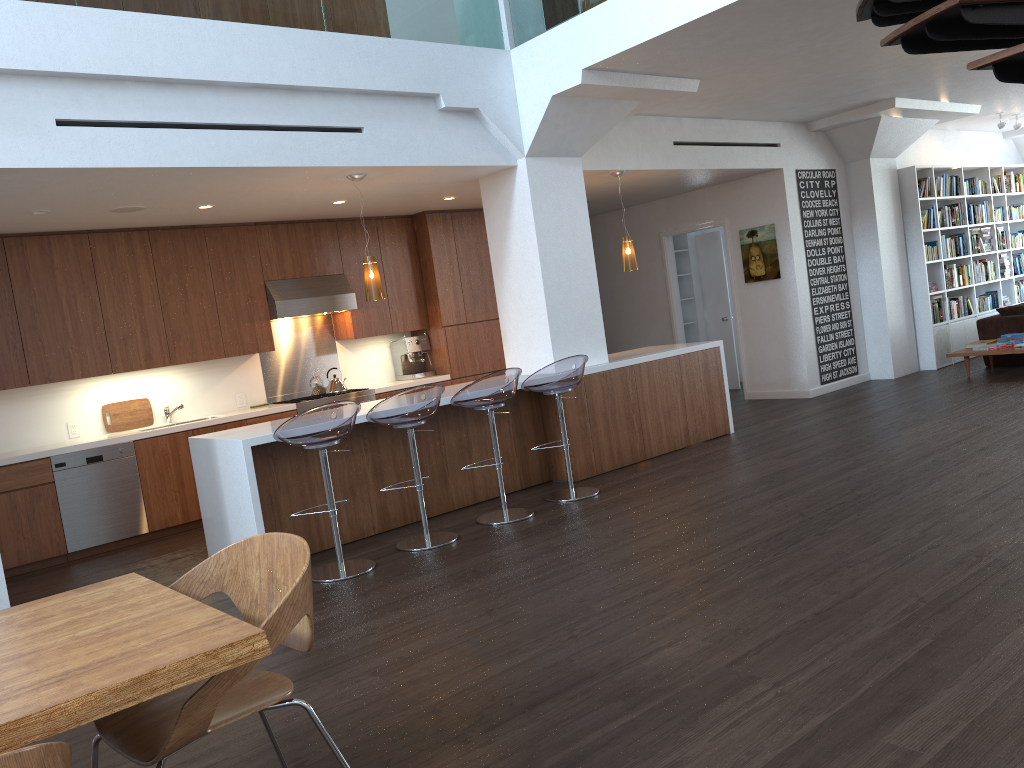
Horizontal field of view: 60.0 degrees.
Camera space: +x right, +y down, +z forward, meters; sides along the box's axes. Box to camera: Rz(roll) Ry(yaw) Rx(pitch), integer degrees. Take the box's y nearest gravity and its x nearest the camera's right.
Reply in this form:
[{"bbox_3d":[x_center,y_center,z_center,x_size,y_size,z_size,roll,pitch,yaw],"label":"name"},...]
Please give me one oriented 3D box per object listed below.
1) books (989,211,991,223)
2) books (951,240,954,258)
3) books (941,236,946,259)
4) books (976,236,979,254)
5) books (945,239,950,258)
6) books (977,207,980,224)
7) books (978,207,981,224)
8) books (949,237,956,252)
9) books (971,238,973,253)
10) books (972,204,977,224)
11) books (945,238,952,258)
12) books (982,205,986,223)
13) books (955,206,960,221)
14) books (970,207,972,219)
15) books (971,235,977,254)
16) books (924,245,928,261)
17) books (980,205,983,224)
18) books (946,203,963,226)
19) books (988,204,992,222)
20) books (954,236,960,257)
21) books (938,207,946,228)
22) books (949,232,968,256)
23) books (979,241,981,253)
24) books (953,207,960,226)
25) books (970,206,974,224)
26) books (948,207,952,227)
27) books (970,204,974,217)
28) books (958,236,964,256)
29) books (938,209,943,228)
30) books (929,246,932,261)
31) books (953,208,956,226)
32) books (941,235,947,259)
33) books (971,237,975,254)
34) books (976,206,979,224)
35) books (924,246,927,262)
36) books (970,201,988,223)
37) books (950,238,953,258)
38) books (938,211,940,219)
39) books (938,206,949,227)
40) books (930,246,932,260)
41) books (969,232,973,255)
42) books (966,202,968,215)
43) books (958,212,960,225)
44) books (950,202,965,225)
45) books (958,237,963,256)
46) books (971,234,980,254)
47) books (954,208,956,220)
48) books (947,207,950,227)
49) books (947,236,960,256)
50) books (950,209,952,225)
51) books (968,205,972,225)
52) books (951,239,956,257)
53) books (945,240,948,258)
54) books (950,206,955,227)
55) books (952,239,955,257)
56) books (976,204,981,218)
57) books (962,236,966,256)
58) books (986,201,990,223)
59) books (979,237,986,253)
[{"bbox_3d":[6.229,-2.229,11.721,0.026,0.223,0.161,-12,6,-39],"label":"books"},{"bbox_3d":[5.394,-1.671,11.014,0.027,0.223,0.161,-12,6,-39],"label":"books"},{"bbox_3d":[5.185,-1.660,10.861,0.065,0.283,0.197,-12,6,-39],"label":"books"},{"bbox_3d":[5.940,-1.785,11.461,0.032,0.223,0.161,-12,6,-39],"label":"books"},{"bbox_3d":[5.299,-1.660,10.941,0.045,0.239,0.174,-12,6,-39],"label":"books"},{"bbox_3d":[5.977,-2.177,11.513,0.026,0.223,0.161,-12,6,-39],"label":"books"},{"bbox_3d":[5.999,-2.181,11.528,0.027,0.223,0.161,-12,6,-39],"label":"books"},{"bbox_3d":[5.449,-1.700,11.092,0.034,0.253,0.182,-12,6,-39],"label":"books"},{"bbox_3d":[5.815,-1.774,11.378,0.031,0.251,0.160,-12,6,-39],"label":"books"},{"bbox_3d":[5.897,-2.176,11.447,0.034,0.253,0.182,-12,6,-39],"label":"books"},{"bbox_3d":[5.336,-1.672,10.976,0.057,0.245,0.170,-12,6,-39],"label":"books"},{"bbox_3d":[6.087,-2.208,11.604,0.045,0.239,0.174,-12,6,-39],"label":"books"},{"bbox_3d":[5.555,-2.104,11.186,0.031,0.251,0.160,-12,6,-39],"label":"books"},{"bbox_3d":[5.787,-2.153,11.363,0.034,0.253,0.182,-12,6,-39],"label":"books"},{"bbox_3d":[5.878,-1.781,11.417,0.054,0.240,0.174,-12,6,-39],"label":"books"},{"bbox_3d":[4.880,-1.550,10.585,0.045,0.196,0.136,-12,6,-39],"label":"books"},{"bbox_3d":[6.045,-2.203,11.575,0.057,0.245,0.170,-12,6,-39],"label":"books"},{"bbox_3d":[5.578,-2.127,11.217,0.049,0.284,0.198,-12,6,-39],"label":"books"},{"bbox_3d":[6.249,-2.247,11.733,0.026,0.250,0.159,-12,6,-39],"label":"books"},{"bbox_3d":[5.489,-1.706,11.096,0.034,0.253,0.182,-12,6,-39],"label":"books"},{"bbox_3d":[5.233,-2.038,10.916,0.042,0.253,0.183,-12,6,-39],"label":"books"},{"bbox_3d":[5.664,-1.762,11.247,0.102,0.294,0.176,-12,6,-39],"label":"books"},{"bbox_3d":[5.989,-1.796,11.517,0.033,0.223,0.161,-12,6,-39],"label":"books"},{"bbox_3d":[5.506,-2.088,11.132,0.054,0.240,0.174,-12,6,-39],"label":"books"},{"bbox_3d":[5.822,-2.153,11.383,0.045,0.239,0.174,-12,6,-39],"label":"books"},{"bbox_3d":[5.359,-2.061,11.020,0.039,0.246,0.171,-12,6,-39],"label":"books"},{"bbox_3d":[5.846,-2.170,11.434,0.060,0.259,0.180,-12,6,-39],"label":"books"},{"bbox_3d":[5.593,-1.728,11.188,0.034,0.253,0.182,-12,6,-39],"label":"books"},{"bbox_3d":[5.165,-2.015,10.861,0.142,0.236,0.174,-12,6,-38],"label":"books"},{"bbox_3d":[4.956,-1.560,10.652,0.030,0.184,0.134,-12,6,-39],"label":"books"},{"bbox_3d":[5.452,-2.068,11.082,0.032,0.223,0.161,-12,6,-39],"label":"books"},{"bbox_3d":[5.234,-1.673,10.896,0.053,0.290,0.176,-12,6,-39],"label":"books"},{"bbox_3d":[5.846,-1.766,11.391,0.032,0.223,0.161,-12,6,-39],"label":"books"},{"bbox_3d":[5.946,-2.175,11.498,0.037,0.230,0.167,-12,6,-39],"label":"books"},{"bbox_3d":[4.851,-1.541,10.557,0.036,0.191,0.139,-12,6,-39],"label":"books"},{"bbox_3d":[6.138,-2.245,11.655,0.053,0.290,0.176,-12,6,-39],"label":"books"},{"bbox_3d":[5.366,-1.680,11.003,0.026,0.250,0.159,-12,6,-39],"label":"books"},{"bbox_3d":[5.129,-1.992,10.820,0.135,0.207,0.161,-12,6,-38],"label":"books"},{"bbox_3d":[5.295,-2.055,10.974,0.042,0.259,0.180,-12,6,-39],"label":"books"},{"bbox_3d":[4.977,-1.561,10.667,0.022,0.178,0.128,-12,6,-39],"label":"books"},{"bbox_3d":[5.776,-1.784,11.358,0.049,0.284,0.198,-12,6,-39],"label":"books"},{"bbox_3d":[5.711,-2.156,11.301,0.102,0.294,0.176,-12,6,-39],"label":"books"},{"bbox_3d":[5.539,-2.086,11.161,0.032,0.223,0.161,-12,6,-39],"label":"books"},{"bbox_3d":[5.628,-2.139,11.236,0.053,0.291,0.176,-12,6,-39],"label":"books"},{"bbox_3d":[5.567,-1.716,11.158,0.045,0.239,0.174,-12,6,-39],"label":"books"},{"bbox_3d":[5.957,-1.805,11.495,0.042,0.253,0.183,-12,6,-39],"label":"books"},{"bbox_3d":[5.470,-2.072,11.109,0.033,0.223,0.161,-12,6,-39],"label":"books"},{"bbox_3d":[5.327,-2.057,10.998,0.039,0.251,0.160,-12,6,-39],"label":"books"},{"bbox_3d":[5.511,-1.716,11.142,0.060,0.259,0.180,-12,6,-39],"label":"books"},{"bbox_3d":[5.388,-2.055,11.045,0.033,0.223,0.161,-12,6,-39],"label":"books"},{"bbox_3d":[5.768,-2.148,11.333,0.034,0.253,0.182,-12,6,-39],"label":"books"},{"bbox_3d":[5.432,-1.684,11.059,0.037,0.230,0.167,-12,6,-39],"label":"books"},{"bbox_3d":[5.270,-1.646,10.924,0.027,0.223,0.161,-12,6,-39],"label":"books"},{"bbox_3d":[5.413,-2.076,11.069,0.042,0.253,0.183,-12,6,-39],"label":"books"},{"bbox_3d":[5.413,-1.675,11.033,0.026,0.223,0.161,-12,6,-39],"label":"books"},{"bbox_3d":[6.012,-2.199,11.550,0.026,0.250,0.159,-12,6,-39],"label":"books"},{"bbox_3d":[5.625,-1.734,11.201,0.034,0.253,0.182,-12,6,-39],"label":"books"},{"bbox_3d":[6.182,-2.252,11.697,0.065,0.283,0.197,-12,6,-39],"label":"books"},{"bbox_3d":[6.060,-1.801,11.564,0.135,0.207,0.161,-12,6,-39],"label":"books"}]
